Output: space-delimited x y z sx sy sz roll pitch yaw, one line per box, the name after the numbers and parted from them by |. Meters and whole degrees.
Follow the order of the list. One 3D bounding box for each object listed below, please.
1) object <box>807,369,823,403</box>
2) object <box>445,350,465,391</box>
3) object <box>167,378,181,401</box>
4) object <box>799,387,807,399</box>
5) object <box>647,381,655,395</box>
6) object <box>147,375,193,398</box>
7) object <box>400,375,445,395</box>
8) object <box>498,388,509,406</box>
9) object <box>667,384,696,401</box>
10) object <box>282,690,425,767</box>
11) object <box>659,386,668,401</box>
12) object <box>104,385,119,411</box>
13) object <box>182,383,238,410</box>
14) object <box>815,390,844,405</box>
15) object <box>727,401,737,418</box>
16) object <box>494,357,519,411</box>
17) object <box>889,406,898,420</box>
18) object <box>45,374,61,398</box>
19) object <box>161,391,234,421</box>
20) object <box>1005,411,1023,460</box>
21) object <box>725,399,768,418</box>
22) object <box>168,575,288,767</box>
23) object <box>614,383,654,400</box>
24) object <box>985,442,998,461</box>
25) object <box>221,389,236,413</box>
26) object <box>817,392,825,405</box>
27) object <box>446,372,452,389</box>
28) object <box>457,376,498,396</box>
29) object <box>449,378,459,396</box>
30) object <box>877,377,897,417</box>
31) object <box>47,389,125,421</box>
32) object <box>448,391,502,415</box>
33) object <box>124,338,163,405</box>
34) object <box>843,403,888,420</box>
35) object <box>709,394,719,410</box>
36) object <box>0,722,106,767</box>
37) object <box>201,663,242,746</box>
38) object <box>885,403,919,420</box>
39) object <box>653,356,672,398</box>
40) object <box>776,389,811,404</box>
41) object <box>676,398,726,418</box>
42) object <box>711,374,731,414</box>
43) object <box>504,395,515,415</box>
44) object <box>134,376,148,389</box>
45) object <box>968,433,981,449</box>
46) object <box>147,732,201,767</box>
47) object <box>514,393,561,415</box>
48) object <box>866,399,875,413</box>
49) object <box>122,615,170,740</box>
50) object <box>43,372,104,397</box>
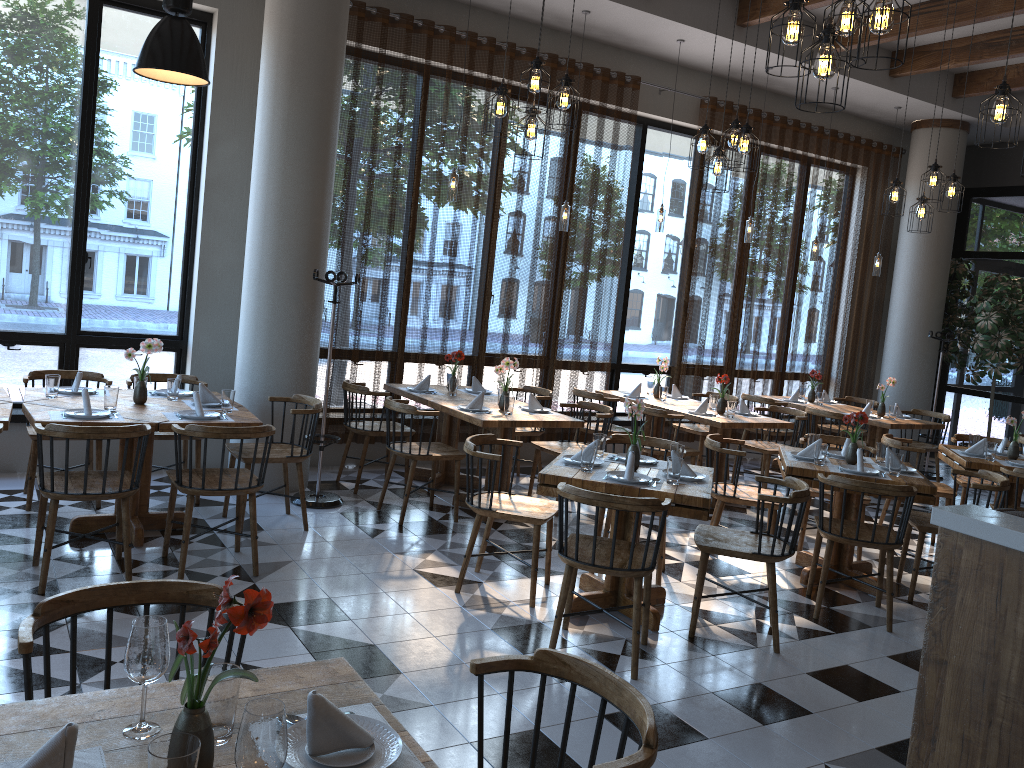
3.262 0.020 9.545 0.156 0.354 0.171 9 5 34 | object
-0.477 -0.103 7.212 0.156 0.354 0.171 5 4 -9 | object
-2.094 0.036 5.478 0.080 0.132 0.080 10 6 43 | object
3.200 0.101 9.770 0.080 0.132 0.080 4 5 -17 | object
1.351 0.038 8.639 0.080 0.132 0.080 6 5 3 | object
-2.160 0.002 5.697 0.351 0.137 0.273 2 7 -31 | object
-0.723 -0.009 7.128 0.271 0.137 0.353 2 7 -31 | object
-0.073 0.100 6.757 0.080 0.132 0.080 10 6 43 | object
1.600 0.070 8.556 0.271 0.137 0.353 2 7 -31 | object
-0.319 0.634 1.666 0.271 0.137 0.353 2 7 -31 | object
1.402 0.090 8.208 0.080 0.132 0.080 6 5 3 | object
-2.239 0.080 4.945 0.080 0.132 0.080 10 6 43 | object
-1.849 0.063 5.436 0.271 0.137 0.353 2 7 -31 | object
3.442 0.133 9.682 0.271 0.137 0.353 2 7 -31 | object
1.848 0.217 7.469 0.080 0.132 0.080 10 6 43 | object
-0.053 -0.003 6.491 0.207 0.399 0.146 8 5 22 | object
3.697 0.281 8.600 0.080 0.132 0.080 10 6 43 | object
-2.668 0.014 5.141 0.080 0.132 0.080 10 6 43 | object
-1.769 0.118 5.004 0.351 0.137 0.273 2 7 -31 | object
3.783 0.373 6.614 0.206 0.399 0.147 4 4 -20 | object
2.057 0.200 7.799 0.271 0.137 0.353 2 7 -31 | object
-0.477 0.528 1.477 0.166 0.354 0.296 4 5 -26 | object
1.149 0.055 8.273 0.271 0.137 0.353 2 7 -31 | object
3.502 0.494 6.481 0.080 0.132 0.080 4 5 -17 | object
-1.684 0.102 5.249 0.080 0.132 0.080 10 6 43 | object
3.251 0.154 9.339 0.080 0.132 0.080 4 5 -17 | object
-0.519 -0.027 7.496 0.080 0.132 0.080 5 5 -7 | object
-0.272 0.005 7.411 0.271 0.137 0.353 2 7 -31 | object
-0.468 0.026 7.065 0.080 0.132 0.080 5 5 -7 | object
3.699 0.127 8.772 0.206 0.399 0.147 2 5 -39 | object
-2.258 0.101 4.705 0.351 0.137 0.273 2 7 -31 | object
-0.266 0.120 6.372 0.271 0.137 0.353 2 7 -31 | object
-2.169 -0.076 5.197 0.206 0.399 0.147 4 5 -27 | object
3.448 0.248 8.643 0.271 0.137 0.353 2 7 -31 | object
1.797 0.165 7.900 0.080 0.132 0.080 10 6 43 | object
-0.771 0.617 1.400 0.271 0.137 0.353 2 7 -31 | object
-0.558 0.610 1.682 0.080 0.132 0.080 6 5 -2 | object
3.899 0.263 8.926 0.271 0.137 0.353 2 7 -31 | object
1.419 -0.066 8.415 0.146 0.399 0.207 4 5 -28 | object
2.991 0.118 9.399 0.271 0.137 0.353 2 7 -31 | object
1.606 0.185 7.517 0.271 0.137 0.353 2 7 -31 | object
1.794 0.082 7.628 0.156 0.354 0.171 9 5 37 | object
-0.022 0.153 6.326 0.080 0.132 0.080 10 6 43 | object
-2.272 0.025 5.413 0.080 0.132 0.080 10 6 43 | object
3.601 0.457 6.911 0.080 0.132 0.080 4 5 -17 | object
-0.545 0.641 1.417 0.080 0.132 0.080 6 5 3 | object
0.185 0.135 6.655 0.271 0.137 0.353 2 7 -31 | object
3.646 0.228 9.031 0.080 0.132 0.080 10 6 43 | object
-0.694 0.554 1.680 0.081 0.215 0.081 7 4 22 | object
-2.649 -0.015 5.398 0.351 0.137 0.273 2 7 -31 | object
